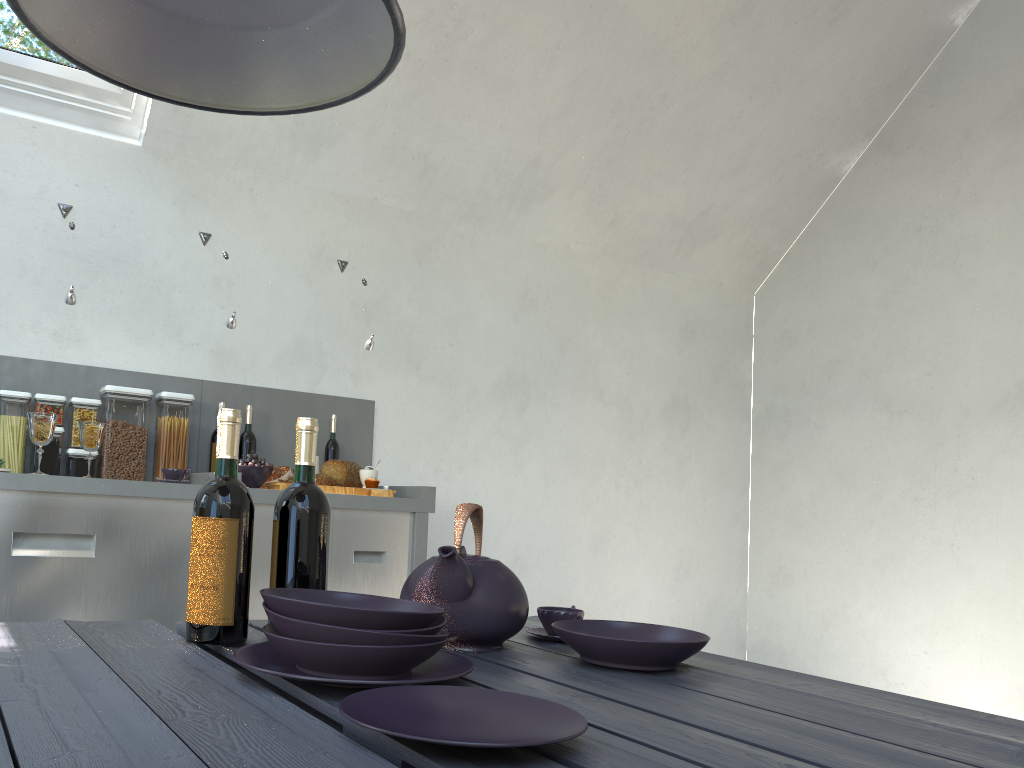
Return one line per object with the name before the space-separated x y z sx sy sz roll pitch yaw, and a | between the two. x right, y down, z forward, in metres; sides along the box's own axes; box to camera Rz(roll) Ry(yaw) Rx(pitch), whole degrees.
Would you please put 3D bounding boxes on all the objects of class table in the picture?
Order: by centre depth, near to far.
table | -0.168 0.718 0.811 1.525 0.791 1.595 8 -9 -31

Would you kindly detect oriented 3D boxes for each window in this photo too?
window | -1.391 -1.749 2.741 0.791 1.380 1.565 6 -7 -32

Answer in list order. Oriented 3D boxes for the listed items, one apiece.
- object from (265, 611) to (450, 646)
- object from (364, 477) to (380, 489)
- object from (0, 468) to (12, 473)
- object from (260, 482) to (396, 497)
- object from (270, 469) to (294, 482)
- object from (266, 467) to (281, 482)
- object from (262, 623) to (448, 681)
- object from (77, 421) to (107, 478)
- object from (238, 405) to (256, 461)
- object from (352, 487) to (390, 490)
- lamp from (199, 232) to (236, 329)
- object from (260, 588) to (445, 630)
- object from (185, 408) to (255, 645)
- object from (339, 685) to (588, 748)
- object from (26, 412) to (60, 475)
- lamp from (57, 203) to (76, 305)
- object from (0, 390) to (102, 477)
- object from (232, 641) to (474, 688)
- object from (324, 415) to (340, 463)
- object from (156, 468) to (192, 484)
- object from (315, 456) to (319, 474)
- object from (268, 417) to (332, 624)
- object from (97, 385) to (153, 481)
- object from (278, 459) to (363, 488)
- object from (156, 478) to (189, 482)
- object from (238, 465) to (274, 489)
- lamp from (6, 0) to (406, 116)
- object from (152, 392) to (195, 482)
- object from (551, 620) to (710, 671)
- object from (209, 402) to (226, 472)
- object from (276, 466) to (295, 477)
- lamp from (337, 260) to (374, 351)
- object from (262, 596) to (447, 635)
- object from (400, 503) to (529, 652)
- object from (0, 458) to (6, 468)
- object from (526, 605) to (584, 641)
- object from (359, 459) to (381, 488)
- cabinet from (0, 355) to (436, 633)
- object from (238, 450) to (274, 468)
object | -0.192 0.313 1.081 0.218 0.062 0.242 7 -9 -27
object | -0.532 0.377 3.321 0.063 0.046 0.056 -3 -9 43
object | -1.692 0.257 2.689 0.249 0.012 0.192 9 -10 -33
object | -0.717 0.401 3.301 0.448 0.028 0.326 8 -10 -31
object | -0.889 0.344 3.276 0.192 0.059 0.207 5 -8 -11
object | -0.917 0.332 3.248 0.122 0.076 0.117 2 -7 11
object | -0.194 0.328 1.079 0.234 0.047 0.226 2 -9 9
object | -1.420 0.224 2.945 0.093 0.190 0.104 7 -6 -43
object | -1.058 0.257 3.493 0.069 0.342 0.076 5 -4 -29
object | -0.548 0.390 3.271 0.192 0.003 0.021 4 -9 -4
lamp | -1.124 -0.406 3.373 0.056 0.432 0.361 6 -6 -42
object | -0.197 0.288 1.080 0.218 0.058 0.243 8 -10 -32
object | -0.430 0.209 1.302 0.093 0.342 0.090 2 -4 6
object | -0.048 0.320 0.831 0.224 0.019 0.247 8 -10 -27
object | -1.476 0.190 2.740 0.102 0.190 0.095 1 -5 17
lamp | -1.578 -0.472 3.105 0.057 0.434 0.352 5 -6 -33
object | -1.654 0.189 3.117 0.325 0.292 0.112 7 -6 -30
object | -0.196 0.349 1.080 0.296 0.024 0.298 3 -9 0
object | -0.755 0.300 3.668 0.059 0.342 0.065 5 -4 -29
object | -1.148 0.314 2.971 0.113 0.056 0.121 5 -8 -17
object | -0.787 0.338 3.396 0.080 0.119 0.092 4 -5 -11
object | -0.329 0.225 1.371 0.092 0.342 0.091 3 -4 1
object | -1.447 0.194 3.259 0.166 0.352 0.135 6 -5 -32
object | -0.711 0.335 3.322 0.133 0.111 0.434 0 -9 26
object | -1.133 0.325 2.930 0.029 0.013 0.126 -2 -10 31
object | -0.916 0.331 3.087 0.152 0.078 0.143 1 -8 16
lamp | -0.311 -0.933 0.995 0.410 1.089 0.455 5 -5 -32
object | -1.300 0.216 3.347 0.121 0.352 0.135 5 -5 -33
object | 0.174 0.390 1.304 0.234 0.047 0.226 2 -9 9
object | -1.150 0.243 3.440 0.069 0.342 0.077 6 -5 -39
object | -0.875 0.351 3.353 0.122 0.076 0.117 2 -7 11
lamp | -0.648 -0.338 3.642 0.057 0.434 0.352 5 -6 -33
object | -0.195 0.301 1.084 0.219 0.062 0.241 7 -9 -27
object | -0.075 0.310 1.426 0.202 0.231 0.231 6 -7 -30
object | -1.707 0.232 2.679 0.269 0.053 0.147 5 -8 -14
object | 0.084 0.418 1.527 0.110 0.056 0.123 9 -10 -39
object | -0.554 0.348 3.382 0.075 0.120 0.071 2 -5 13
cabinet | -1.635 0.610 2.880 2.714 1.468 0.601 7 -6 -30
object | -0.914 0.282 3.090 0.150 0.094 0.151 -4 -10 43
